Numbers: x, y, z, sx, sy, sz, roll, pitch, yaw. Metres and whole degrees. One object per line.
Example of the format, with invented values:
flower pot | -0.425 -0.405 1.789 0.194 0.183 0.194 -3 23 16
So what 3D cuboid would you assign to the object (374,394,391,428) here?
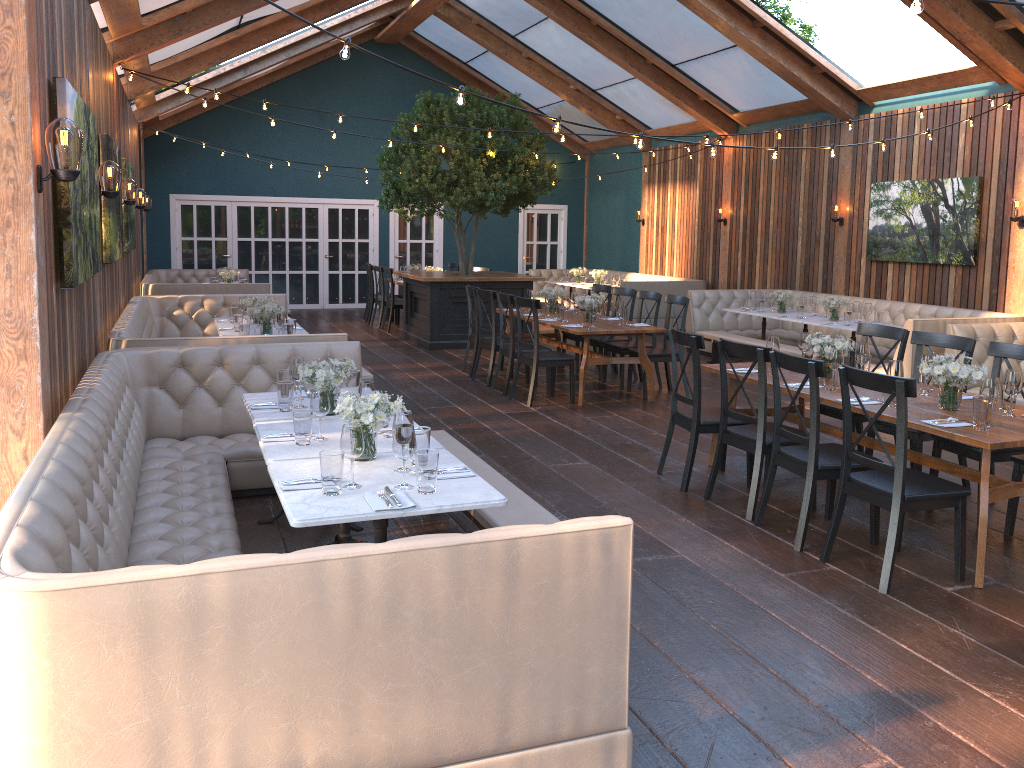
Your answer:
object | -0.653 0.138 4.429 0.092 0.157 0.092 -4 9 -34

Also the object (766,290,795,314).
object | 3.397 -1.049 11.161 0.336 0.307 0.332 0 8 -8

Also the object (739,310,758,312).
object | 3.053 -0.944 11.359 0.255 0.019 0.159 -3 11 -20

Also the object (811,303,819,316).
object | 3.725 -0.918 10.879 0.092 0.157 0.092 -4 9 -34

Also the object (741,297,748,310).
object | 3.051 -1.056 11.601 0.092 0.157 0.092 -4 9 -34

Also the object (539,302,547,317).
object | 0.336 -0.803 9.562 0.092 0.157 0.092 -1 7 -14

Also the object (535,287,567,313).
object | 0.455 -0.966 10.068 0.336 0.307 0.331 -3 9 -25

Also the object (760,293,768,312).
object | 3.216 -1.045 11.308 0.092 0.243 0.093 4 8 27

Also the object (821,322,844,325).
object | 3.601 -0.678 9.898 0.255 0.019 0.159 -3 11 -20

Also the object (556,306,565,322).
object | 0.495 -0.714 9.070 0.092 0.157 0.092 2 7 6

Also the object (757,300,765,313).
object | 3.156 -0.988 11.221 0.092 0.157 0.092 -4 9 -34

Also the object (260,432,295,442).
object | -1.059 0.243 4.187 0.255 0.019 0.159 -3 11 -20

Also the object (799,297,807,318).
object | 3.481 -0.914 10.586 0.092 0.243 0.093 4 8 27

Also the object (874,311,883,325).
object | 4.055 -0.723 9.799 0.092 0.157 0.092 3 7 16

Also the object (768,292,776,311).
object | 3.384 -1.081 11.528 0.092 0.243 0.093 4 8 27

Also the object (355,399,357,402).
object | -0.834 0.096 5.050 0.255 0.019 0.159 -3 11 -20

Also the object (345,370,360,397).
object | -0.934 0.002 5.174 0.092 0.157 0.092 -4 9 -34

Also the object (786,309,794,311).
object | 3.544 -0.960 11.500 0.255 0.019 0.159 -3 11 -20

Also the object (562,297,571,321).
object | 0.564 -0.778 9.191 0.092 0.243 0.093 -1 7 -18

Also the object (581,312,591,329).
object | 0.713 -0.616 8.531 0.092 0.157 0.092 3 7 16

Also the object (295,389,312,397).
object | -1.196 0.053 5.260 0.157 0.019 0.257 -3 11 -20

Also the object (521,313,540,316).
object | 0.241 -0.762 9.718 0.255 0.019 0.159 -3 11 -20

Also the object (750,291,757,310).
object | 3.143 -1.086 11.537 0.092 0.243 0.093 4 8 27

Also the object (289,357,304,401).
object | -1.234 -0.031 5.087 0.092 0.243 0.093 4 8 27

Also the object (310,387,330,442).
object | -0.896 0.142 4.136 0.092 0.243 0.093 4 7 21

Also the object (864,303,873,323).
object | 3.964 -0.777 9.853 0.092 0.243 0.093 4 8 27

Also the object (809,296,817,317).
object | 3.666 -0.945 10.783 0.092 0.243 0.093 4 8 27

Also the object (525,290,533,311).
object | 0.201 -0.964 10.218 0.092 0.243 0.093 4 8 27

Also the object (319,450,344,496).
object | -0.673 0.334 3.309 0.092 0.157 0.092 -4 9 -34

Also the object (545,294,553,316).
object | 0.401 -0.863 9.663 0.092 0.243 0.093 -2 7 -23

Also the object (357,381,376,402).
object | -0.711 0.110 4.333 0.092 0.243 0.093 4 7 21

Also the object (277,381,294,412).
object | -1.221 0.068 4.771 0.092 0.157 0.092 -4 9 -34

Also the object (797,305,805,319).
object | 3.421 -0.856 10.499 0.092 0.157 0.092 -4 9 -34

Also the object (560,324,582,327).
object | 0.613 -0.577 8.696 0.255 0.019 0.159 -3 11 -20

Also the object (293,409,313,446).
object | -0.956 0.199 4.049 0.092 0.157 0.092 -4 9 -34

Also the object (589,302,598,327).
object | 0.794 -0.679 8.650 0.092 0.243 0.093 -1 7 -18

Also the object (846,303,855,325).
object | 3.764 -0.779 9.846 0.092 0.243 0.093 -1 7 -18

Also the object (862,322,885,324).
object | 4.089 -0.697 10.058 0.255 0.019 0.159 -3 11 -20

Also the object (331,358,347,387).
object | -0.993 -0.025 5.077 0.092 0.243 0.093 4 8 27

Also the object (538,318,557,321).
object | 0.410 -0.675 9.238 0.255 0.019 0.159 -3 11 -20

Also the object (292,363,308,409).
object | -1.161 0.010 4.858 0.092 0.243 0.093 4 8 27

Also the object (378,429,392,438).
object | -0.552 0.231 4.306 0.255 0.019 0.159 -3 11 -20

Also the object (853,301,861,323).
object | 3.930 -0.818 10.085 0.092 0.243 0.093 4 8 27

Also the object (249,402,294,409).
object | -1.324 0.112 4.909 0.255 0.019 0.159 -3 11 -20

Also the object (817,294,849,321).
object | 3.735 -0.886 10.269 0.336 0.307 0.332 0 8 -4

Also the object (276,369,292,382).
object | -1.326 -0.001 5.151 0.092 0.157 0.092 -4 9 -34

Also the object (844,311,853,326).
object | 3.704 -0.722 9.759 0.092 0.157 0.092 -4 9 -34

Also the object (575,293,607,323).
object | 0.797 -0.787 9.083 0.329 0.307 0.339 3 9 16

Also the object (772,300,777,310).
object | 3.443 -1.053 11.624 0.092 0.157 0.092 -4 9 -34

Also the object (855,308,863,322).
object | 3.989 -0.791 10.181 0.092 0.157 0.092 -4 9 -34

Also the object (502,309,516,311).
object | 0.012 -0.864 10.273 0.255 0.019 0.159 -3 11 -20

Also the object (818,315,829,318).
object | 3.825 -0.824 10.756 0.255 0.019 0.159 -3 11 -20

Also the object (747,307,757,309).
object | 3.181 -1.003 11.710 0.157 0.019 0.257 -3 11 -20

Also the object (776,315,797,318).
object | 3.318 -0.812 10.637 0.255 0.019 0.159 -3 11 -20

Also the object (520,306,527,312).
object | 0.127 -0.903 10.110 0.092 0.157 0.092 0 7 -4
